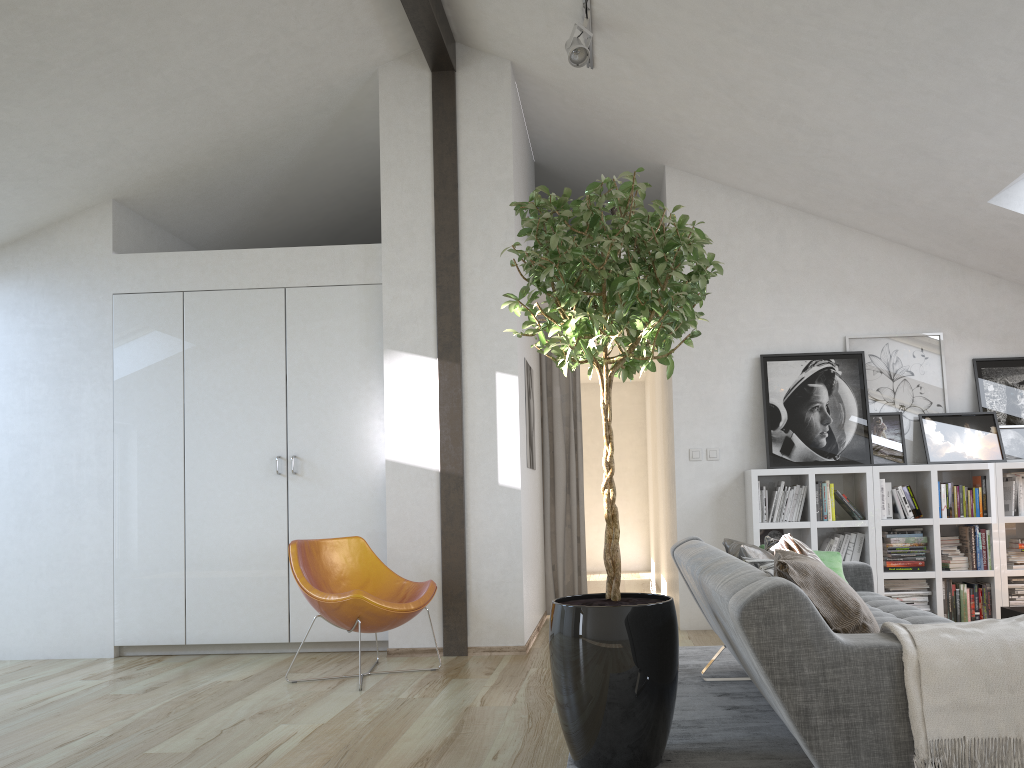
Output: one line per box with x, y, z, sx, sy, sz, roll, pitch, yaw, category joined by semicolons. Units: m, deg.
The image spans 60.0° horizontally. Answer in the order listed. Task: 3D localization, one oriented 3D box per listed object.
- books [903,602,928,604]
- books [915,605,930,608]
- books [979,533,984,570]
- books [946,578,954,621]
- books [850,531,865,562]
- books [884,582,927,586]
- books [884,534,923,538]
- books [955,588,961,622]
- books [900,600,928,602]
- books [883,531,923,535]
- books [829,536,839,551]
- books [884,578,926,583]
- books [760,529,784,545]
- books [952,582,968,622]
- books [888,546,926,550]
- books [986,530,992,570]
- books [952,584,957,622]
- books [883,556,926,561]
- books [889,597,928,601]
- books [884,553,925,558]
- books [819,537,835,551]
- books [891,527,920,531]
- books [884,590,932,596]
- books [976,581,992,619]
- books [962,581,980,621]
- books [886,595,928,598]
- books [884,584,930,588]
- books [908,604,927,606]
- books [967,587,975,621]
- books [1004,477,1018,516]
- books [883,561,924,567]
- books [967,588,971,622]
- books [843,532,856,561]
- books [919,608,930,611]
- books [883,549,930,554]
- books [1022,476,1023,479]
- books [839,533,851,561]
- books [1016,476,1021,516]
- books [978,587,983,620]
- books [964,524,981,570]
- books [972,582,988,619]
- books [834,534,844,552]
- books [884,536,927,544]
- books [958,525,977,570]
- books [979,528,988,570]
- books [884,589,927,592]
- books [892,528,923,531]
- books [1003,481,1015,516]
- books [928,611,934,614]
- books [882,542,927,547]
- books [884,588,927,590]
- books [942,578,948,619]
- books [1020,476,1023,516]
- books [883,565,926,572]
2.503;1.397;5.690;0.267;0.011;0.150;-2;-7;1;books
2.517;1.421;5.680;0.248;0.016;0.157;-1;-7;-4;books
2.954;1.068;5.654;0.019;0.247;0.191;-2;-4;6;books
2.770;1.386;5.687;0.035;0.283;0.200;-2;-4;6;books
2.215;1.088;5.759;0.109;0.253;0.184;-2;-4;5;books
2.514;1.280;5.705;0.267;0.015;0.174;-3;-8;11;books
2.514;0.976;5.730;0.226;0.020;0.133;-2;-7;4;books
2.820;1.412;5.665;0.023;0.222;0.163;-2;-4;6;books
2.524;1.385;5.689;0.238;0.012;0.152;-2;-7;6;books
2.520;0.958;5.728;0.218;0.019;0.127;-2;-7;3;books
2.059;1.105;5.769;0.105;0.228;0.170;-2;-4;5;books
2.517;1.262;5.703;0.251;0.019;0.167;-4;-8;16;books
1.703;1.098;5.848;0.189;0.274;0.096;-2;-3;3;books
2.851;1.396;5.664;0.039;0.250;0.176;-2;-4;6;books
2.524;1.057;5.731;0.240;0.023;0.175;-2;-7;4;books
3.008;1.054;5.660;0.024;0.248;0.181;-2;-4;6;books
2.799;1.400;5.676;0.022;0.249;0.161;-2;-4;6;books
2.506;1.116;5.685;0.245;0.024;0.154;-3;-8;14;books
2.509;1.370;5.693;0.256;0.019;0.164;-2;-7;1;books
2.507;1.093;5.683;0.219;0.022;0.153;-1;-7;-1;books
2.014;1.111;5.765;0.133;0.219;0.170;-2;-4;5;books
2.564;0.943;5.764;0.168;0.018;0.125;-3;-7;9;books
2.503;1.337;5.691;0.310;0.023;0.166;-2;-7;0;books
3.014;1.393;5.666;0.028;0.249;0.161;-2;-4;6;books
2.933;1.396;5.670;0.030;0.252;0.185;-2;-4;6;books
2.514;1.353;5.685;0.239;0.012;0.151;-1;-7;-4;books
2.530;1.295;5.705;0.266;0.015;0.175;-4;-8;16;books
2.515;1.408;5.690;0.238;0.011;0.152;-2;-7;1;books
2.905;1.409;5.656;0.023;0.222;0.163;-2;-4;6;books
3.193;0.722;5.688;0.036;0.250;0.146;-1;-4;1;books
2.501;1.146;5.684;0.228;0.038;0.162;-3;-7;9;books
2.883;1.411;5.666;0.024;0.222;0.163;-2;-4;6;books
2.171;1.091;5.768;0.097;0.250;0.183;-2;-4;6;books
2.504;1.436;5.671;0.270;0.015;0.172;-2;-7;1;books
2.531;1.077;5.733;0.267;0.021;0.188;-2;-7;4;books
3.293;0.722;5.720;0.027;0.250;0.159;-2;-4;12;books
2.122;1.094;5.759;0.117;0.246;0.183;-2;-4;5;books
3.233;0.721;5.704;0.015;0.249;0.161;-2;-4;12;books
2.960;1.409;5.666;0.024;0.222;0.163;-2;-4;6;books
2.936;1.038;5.659;0.019;0.283;0.183;-2;-4;6;books
2.986;1.396;5.664;0.028;0.245;0.173;-2;-4;6;books
2.089;1.097;5.763;0.109;0.242;0.161;-2;-4;5;books
2.534;1.003;5.724;0.230;0.039;0.161;-2;-7;4;books
2.912;1.045;5.673;0.034;0.275;0.194;-2;-4;6;books
2.981;1.051;5.660;0.036;0.257;0.160;-2;-4;7;books
2.505;1.320;5.702;0.267;0.011;0.150;-2;-7;1;books
2.565;0.943;5.764;0.165;0.017;0.122;-3;-7;9;books
3.180;0.735;5.690;0.033;0.224;0.147;-1;-4;1;books
2.497;1.450;5.654;0.292;0.011;0.237;-2;-7;2;books
2.521;1.034;5.724;0.257;0.025;0.158;-2;-7;4;books
2.516;1.306;5.693;0.238;0.011;0.152;-2;-7;1;books
2.731;1.382;5.672;0.038;0.289;0.178;-2;-4;6;books
3.249;0.722;5.711;0.015;0.249;0.161;-2;-4;12;books
2.510;1.180;5.692;0.253;0.033;0.192;-4;-8;19;books
